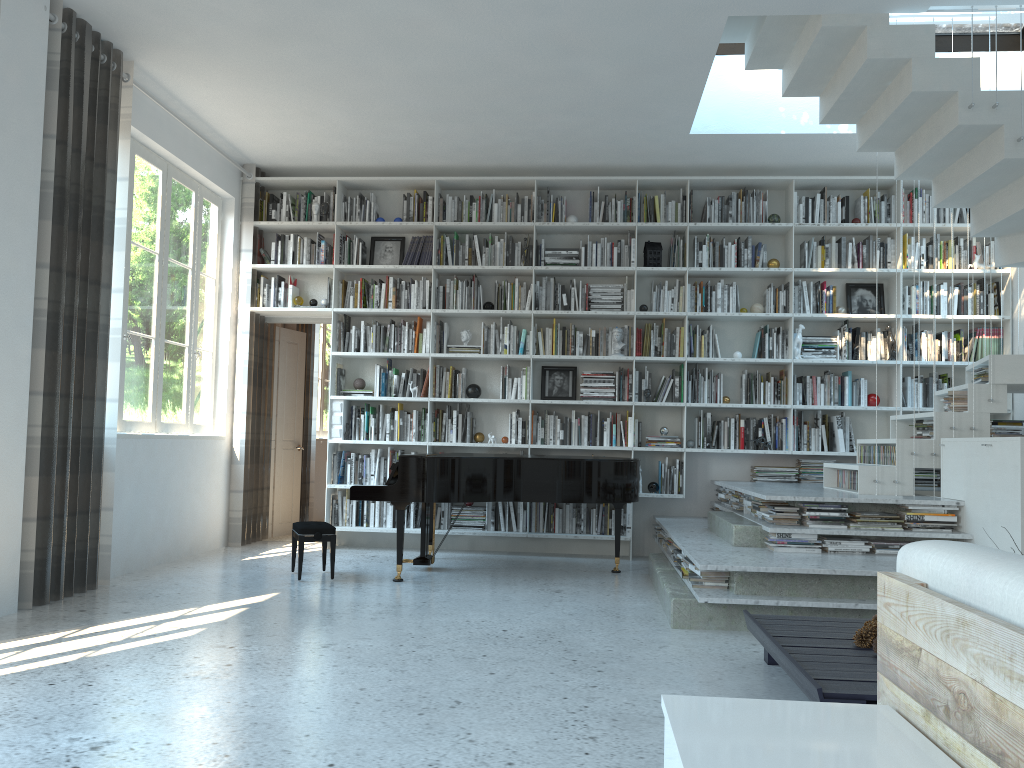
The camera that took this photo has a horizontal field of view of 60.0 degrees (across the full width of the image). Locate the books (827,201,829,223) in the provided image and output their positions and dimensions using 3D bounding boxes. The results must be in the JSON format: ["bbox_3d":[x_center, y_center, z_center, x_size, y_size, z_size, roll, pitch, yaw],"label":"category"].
[{"bbox_3d":[2.595,-1.388,7.351,0.030,0.220,0.133,1,-3,5],"label":"books"}]

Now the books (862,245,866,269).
[{"bbox_3d":[2.871,-1.017,7.285,0.031,0.217,0.165,1,-3,5],"label":"books"}]

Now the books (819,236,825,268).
[{"bbox_3d":[2.561,-1.061,7.324,0.011,0.296,0.162,1,-3,5],"label":"books"}]

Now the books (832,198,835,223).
[{"bbox_3d":[2.633,-1.397,7.329,0.022,0.236,0.172,1,-3,5],"label":"books"}]

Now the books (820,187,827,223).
[{"bbox_3d":[2.573,-1.446,7.333,0.014,0.332,0.180,1,-3,5],"label":"books"}]

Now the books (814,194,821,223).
[{"bbox_3d":[2.512,-1.419,7.345,0.048,0.278,0.150,1,-3,5],"label":"books"}]

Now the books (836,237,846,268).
[{"bbox_3d":[2.682,-1.047,7.264,0.032,0.265,0.245,1,-3,5],"label":"books"}]

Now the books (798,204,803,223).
[{"bbox_3d":[2.372,-1.375,7.340,0.022,0.182,0.190,1,-3,5],"label":"books"}]

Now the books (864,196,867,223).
[{"bbox_3d":[2.892,-1.399,7.310,0.016,0.251,0.189,1,-3,5],"label":"books"}]

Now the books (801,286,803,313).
[{"bbox_3d":[2.374,-0.674,7.318,0.011,0.247,0.156,1,-3,5],"label":"books"}]

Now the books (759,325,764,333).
[{"bbox_3d":[2.068,-0.332,7.341,0.016,0.290,0.135,1,-3,5],"label":"books"}]

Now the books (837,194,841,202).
[{"bbox_3d":[2.697,-1.415,7.346,0.012,0.279,0.153,1,-3,5],"label":"books"}]

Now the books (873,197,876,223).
[{"bbox_3d":[2.970,-1.400,7.318,0.017,0.256,0.146,1,-3,5],"label":"books"}]

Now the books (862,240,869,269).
[{"bbox_3d":[2.899,-1.039,7.292,0.023,0.263,0.156,1,-3,5],"label":"books"}]

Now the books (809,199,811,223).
[{"bbox_3d":[2.448,-1.397,7.349,0.024,0.231,0.168,1,-3,5],"label":"books"}]

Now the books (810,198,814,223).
[{"bbox_3d":[2.475,-1.405,7.365,0.027,0.249,0.140,1,-3,5],"label":"books"}]

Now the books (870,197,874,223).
[{"bbox_3d":[2.944,-1.397,7.304,0.031,0.248,0.164,1,-3,5],"label":"books"}]

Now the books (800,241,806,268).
[{"bbox_3d":[2.408,-1.042,7.340,0.012,0.254,0.161,1,-3,5],"label":"books"}]

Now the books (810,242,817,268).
[{"bbox_3d":[2.491,-1.039,7.339,0.026,0.250,0.130,1,-3,5],"label":"books"}]

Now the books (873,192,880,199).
[{"bbox_3d":[3.006,-1.420,7.314,0.020,0.299,0.131,1,-3,5],"label":"books"}]

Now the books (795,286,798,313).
[{"bbox_3d":[2.341,-0.676,7.343,0.030,0.253,0.128,1,-3,5],"label":"books"}]

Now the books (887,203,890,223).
[{"bbox_3d":[3.084,-1.374,7.314,0.031,0.211,0.131,1,-3,5],"label":"books"}]

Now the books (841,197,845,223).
[{"bbox_3d":[2.727,-1.403,7.340,0.012,0.254,0.161,1,-3,5],"label":"books"}]

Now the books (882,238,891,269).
[{"bbox_3d":[3.072,-1.045,7.279,0.026,0.284,0.147,1,-3,5],"label":"books"}]

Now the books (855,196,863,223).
[{"bbox_3d":[2.858,-1.403,7.305,0.019,0.256,0.169,1,-3,5],"label":"books"}]

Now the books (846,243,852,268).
[{"bbox_3d":[2.749,-1.026,7.285,0.030,0.230,0.187,1,-3,5],"label":"books"}]

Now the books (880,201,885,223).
[{"bbox_3d":[3.027,-1.376,7.295,0.029,0.210,0.169,1,-3,5],"label":"books"}]

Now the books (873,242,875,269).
[{"bbox_3d":[2.951,-1.030,7.285,0.011,0.249,0.152,1,-3,5],"label":"books"}]

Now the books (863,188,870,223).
[{"bbox_3d":[2.921,-1.433,7.309,0.007,0.320,0.165,1,-3,5],"label":"books"}]

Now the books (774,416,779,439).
[{"bbox_3d":[2.171,0.406,7.294,0.012,0.282,0.143,1,-3,5],"label":"books"}]

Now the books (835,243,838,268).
[{"bbox_3d":[2.657,-1.030,7.317,0.025,0.238,0.143,1,-3,5],"label":"books"}]

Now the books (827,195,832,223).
[{"bbox_3d":[2.616,-1.410,7.330,0.014,0.262,0.168,1,-3,5],"label":"books"}]

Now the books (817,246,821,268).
[{"bbox_3d":[2.514,-1.018,7.313,0.025,0.207,0.175,1,-3,5],"label":"books"}]

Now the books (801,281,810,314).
[{"bbox_3d":[2.413,-0.694,7.321,0.065,0.288,0.146,1,-3,5],"label":"books"}]

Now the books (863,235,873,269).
[{"bbox_3d":[2.920,-1.054,7.278,0.022,0.294,0.181,1,-3,5],"label":"books"}]

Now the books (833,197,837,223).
[{"bbox_3d":[2.656,-1.404,7.336,0.021,0.254,0.151,1,-3,5],"label":"books"}]

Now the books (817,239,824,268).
[{"bbox_3d":[2.541,-1.044,7.316,0.026,0.261,0.167,1,-3,5],"label":"books"}]

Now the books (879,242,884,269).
[{"bbox_3d":[3.008,-1.026,7.278,0.030,0.241,0.162,1,-3,5],"label":"books"}]

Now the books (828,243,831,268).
[{"bbox_3d":[2.609,-1.029,7.332,0.024,0.236,0.146,1,-3,5],"label":"books"}]

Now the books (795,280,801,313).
[{"bbox_3d":[2.362,-0.700,7.329,0.015,0.300,0.140,1,-3,5],"label":"books"}]

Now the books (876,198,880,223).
[{"bbox_3d":[2.985,-1.390,7.294,0.018,0.235,0.186,1,-3,5],"label":"books"}]

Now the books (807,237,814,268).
[{"bbox_3d":[2.453,-1.056,7.335,0.051,0.282,0.167,1,-3,5],"label":"books"}]

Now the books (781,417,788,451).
[{"bbox_3d":[2.238,0.410,7.264,0.025,0.272,0.171,1,-3,5],"label":"books"}]

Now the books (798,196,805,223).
[{"bbox_3d":[2.397,-1.408,7.351,0.025,0.250,0.178,1,-3,5],"label":"books"}]

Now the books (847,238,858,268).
[{"bbox_3d":[2.807,-1.049,7.309,0.048,0.283,0.162,1,-3,5],"label":"books"}]

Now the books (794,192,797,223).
[{"bbox_3d":[2.335,-1.431,7.365,0.028,0.294,0.150,1,-3,5],"label":"books"}]

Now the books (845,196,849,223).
[{"bbox_3d":[2.747,-1.405,7.326,0.030,0.257,0.165,1,-3,5],"label":"books"}]

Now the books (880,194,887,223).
[{"bbox_3d":[3.057,-1.409,7.313,0.025,0.279,0.136,1,-3,5],"label":"books"}]

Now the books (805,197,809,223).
[{"bbox_3d":[2.422,-1.404,7.344,0.026,0.241,0.184,1,-3,5],"label":"books"}]

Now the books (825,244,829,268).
[{"bbox_3d":[2.580,-1.025,7.320,0.030,0.224,0.158,1,-3,5],"label":"books"}]

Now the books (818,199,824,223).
[{"bbox_3d":[2.550,-1.395,7.342,0.030,0.231,0.148,1,-3,5],"label":"books"}]

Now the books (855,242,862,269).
[{"bbox_3d":[2.835,-1.029,7.281,0.014,0.240,0.189,1,-3,5],"label":"books"}]

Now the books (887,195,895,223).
[{"bbox_3d":[3.111,-1.401,7.291,0.026,0.263,0.163,1,-3,5],"label":"books"}]

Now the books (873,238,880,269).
[{"bbox_3d":[2.974,-1.042,7.274,0.036,0.272,0.177,1,-3,5],"label":"books"}]

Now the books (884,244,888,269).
[{"bbox_3d":[3.048,-1.021,7.284,0.022,0.234,0.158,1,-3,5],"label":"books"}]

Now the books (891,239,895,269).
[{"bbox_3d":[3.099,-1.036,7.274,0.031,0.265,0.169,1,-3,5],"label":"books"}]

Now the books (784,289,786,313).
[{"bbox_3d":[2.246,-0.663,7.336,0.013,0.220,0.155,1,-3,5],"label":"books"}]

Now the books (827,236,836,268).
[{"bbox_3d":[2.632,-1.056,7.311,0.026,0.288,0.156,1,-3,5],"label":"books"}]

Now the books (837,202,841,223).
[{"bbox_3d":[2.677,-1.379,7.320,0.024,0.202,0.190,1,-3,5],"label":"books"}]
